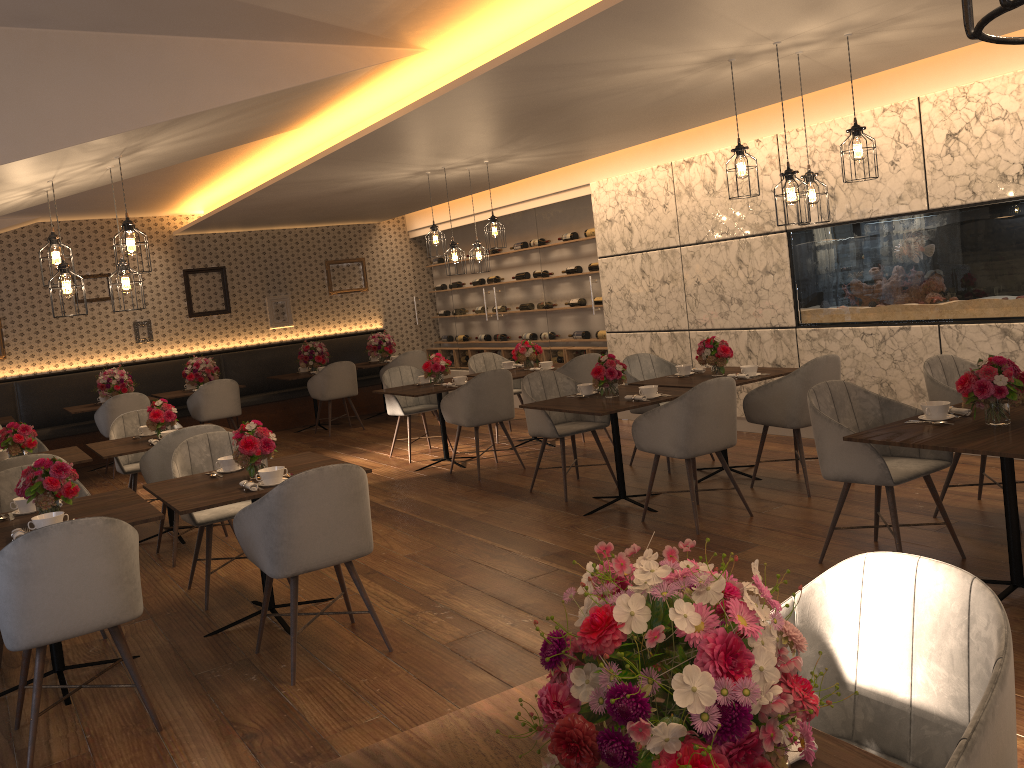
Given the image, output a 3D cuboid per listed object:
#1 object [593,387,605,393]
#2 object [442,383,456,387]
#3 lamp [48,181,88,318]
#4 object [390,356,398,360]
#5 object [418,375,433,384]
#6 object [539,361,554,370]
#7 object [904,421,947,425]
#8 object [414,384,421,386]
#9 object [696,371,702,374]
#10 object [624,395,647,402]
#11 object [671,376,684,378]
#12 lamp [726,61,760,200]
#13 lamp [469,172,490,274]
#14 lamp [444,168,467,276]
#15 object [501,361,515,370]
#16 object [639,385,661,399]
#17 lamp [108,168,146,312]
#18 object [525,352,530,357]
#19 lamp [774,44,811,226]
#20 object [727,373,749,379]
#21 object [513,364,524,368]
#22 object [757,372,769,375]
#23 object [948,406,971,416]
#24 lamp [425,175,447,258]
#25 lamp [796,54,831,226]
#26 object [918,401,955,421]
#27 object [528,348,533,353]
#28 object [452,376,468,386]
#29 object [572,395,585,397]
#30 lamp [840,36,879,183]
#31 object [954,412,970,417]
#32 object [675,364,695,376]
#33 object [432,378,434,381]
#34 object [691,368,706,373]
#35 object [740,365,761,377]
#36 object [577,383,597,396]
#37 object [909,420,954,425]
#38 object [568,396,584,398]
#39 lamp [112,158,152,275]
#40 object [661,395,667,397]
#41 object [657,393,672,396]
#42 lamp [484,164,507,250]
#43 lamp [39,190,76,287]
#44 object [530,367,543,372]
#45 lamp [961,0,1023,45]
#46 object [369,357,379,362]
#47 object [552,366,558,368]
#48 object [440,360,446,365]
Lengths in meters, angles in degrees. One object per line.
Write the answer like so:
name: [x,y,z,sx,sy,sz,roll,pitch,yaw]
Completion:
object: [0.613,0.038,6.182,0.056,0.039,0.175,-10,7,-32]
object: [-0.545,0.007,7.661,0.056,0.039,0.175,-10,7,-32]
lamp: [-2.569,-1.401,4.868,0.175,2.064,0.175,-8,3,-30]
object: [-1.520,-0.329,11.582,0.148,0.072,0.149,-5,6,15]
object: [-0.807,-0.041,8.217,0.148,0.072,0.149,-2,7,35]
object: [0.319,-0.168,8.209,0.148,0.072,0.149,-2,7,35]
object: [1.806,0.168,3.868,0.043,0.015,0.197,-11,7,-35]
object: [-0.888,0.005,8.142,0.043,0.015,0.197,-11,7,-35]
object: [1.360,-0.090,6.643,0.025,0.024,0.192,-9,7,-32]
object: [0.776,0.087,5.564,0.056,0.039,0.175,-10,7,-32]
object: [1.211,-0.057,6.537,0.043,0.015,0.197,-10,7,-28]
lamp: [1.212,-2.090,5.005,0.175,2.064,0.175,-8,3,-30]
lamp: [-0.408,-2.064,8.224,0.175,2.064,0.175,-8,3,-30]
lamp: [-0.614,-2.010,7.945,0.175,2.064,0.175,-8,3,-30]
object: [-0.036,-0.182,8.705,0.148,0.072,0.149,-2,7,35]
object: [0.870,0.053,5.624,0.148,0.072,0.149,-2,7,35]
lamp: [-2.363,-1.455,5.148,0.175,2.064,0.175,-8,3,-30]
object: [0.136,-0.282,8.378,0.050,0.052,0.077,-8,6,-22]
lamp: [1.409,-1.888,4.737,0.175,2.064,0.175,-8,3,-30]
object: [1.547,-0.054,6.052,0.056,0.039,0.175,-10,7,-32]
object: [0.061,-0.183,8.767,0.056,0.039,0.175,-10,7,-32]
object: [1.728,-0.078,6.190,0.043,0.015,0.197,-11,7,-35]
object: [1.985,0.121,4.005,0.056,0.039,0.175,-10,7,-32]
lamp: [-0.810,-2.212,8.213,0.175,2.064,0.175,-8,3,-30]
lamp: [1.614,-1.942,5.016,0.175,2.064,0.175,-8,3,-30]
object: [1.888,0.121,3.943,0.148,0.072,0.149,-5,6,11]
object: [0.158,-0.315,8.379,0.076,0.052,0.048,-3,6,37]
object: [-0.452,-0.027,7.721,0.148,0.072,0.149,-2,7,35]
object: [0.468,0.086,6.058,0.022,0.004,0.211,-10,7,-32]
lamp: [1.767,-2.123,4.728,0.175,2.064,0.175,-8,3,-30]
object: [1.962,0.133,3.978,0.025,0.024,0.192,-9,7,-32]
object: [1.286,-0.102,6.608,0.148,0.072,0.149,-2,7,35]
object: [-0.709,-0.042,8.279,0.056,0.039,0.175,-10,7,-32]
object: [1.383,-0.103,6.670,0.056,0.039,0.175,-10,7,-32]
object: [1.640,-0.088,6.112,0.148,0.072,0.149,-2,7,35]
object: [0.515,0.039,6.120,0.148,0.072,0.149,-2,7,35]
object: [1.840,0.168,3.881,0.022,0.004,0.211,-10,7,-32]
object: [0.434,0.085,6.045,0.043,0.015,0.197,-11,7,-35]
lamp: [-2.210,-1.636,4.860,0.175,2.064,0.175,-8,3,-30]
object: [0.925,0.074,5.690,0.022,0.004,0.211,-10,7,-32]
object: [0.958,0.063,5.702,0.043,0.015,0.197,-11,7,-35]
lamp: [-0.255,-2.245,7.936,0.175,2.064,0.175,-8,3,-30]
lamp: [-2.766,-1.604,5.136,0.175,2.064,0.175,-8,3,-30]
object: [0.225,-0.134,8.149,0.056,0.039,0.175,-10,7,-32]
lamp: [0.232,-1.233,0.426,0.175,2.064,0.175,-8,3,-30]
object: [-1.874,-0.343,12.077,0.148,0.072,0.149,-5,6,11]
object: [0.406,-0.157,8.287,0.043,0.015,0.197,-11,7,-35]
object: [-0.635,-0.182,7.914,0.077,0.052,0.046,-5,5,20]
